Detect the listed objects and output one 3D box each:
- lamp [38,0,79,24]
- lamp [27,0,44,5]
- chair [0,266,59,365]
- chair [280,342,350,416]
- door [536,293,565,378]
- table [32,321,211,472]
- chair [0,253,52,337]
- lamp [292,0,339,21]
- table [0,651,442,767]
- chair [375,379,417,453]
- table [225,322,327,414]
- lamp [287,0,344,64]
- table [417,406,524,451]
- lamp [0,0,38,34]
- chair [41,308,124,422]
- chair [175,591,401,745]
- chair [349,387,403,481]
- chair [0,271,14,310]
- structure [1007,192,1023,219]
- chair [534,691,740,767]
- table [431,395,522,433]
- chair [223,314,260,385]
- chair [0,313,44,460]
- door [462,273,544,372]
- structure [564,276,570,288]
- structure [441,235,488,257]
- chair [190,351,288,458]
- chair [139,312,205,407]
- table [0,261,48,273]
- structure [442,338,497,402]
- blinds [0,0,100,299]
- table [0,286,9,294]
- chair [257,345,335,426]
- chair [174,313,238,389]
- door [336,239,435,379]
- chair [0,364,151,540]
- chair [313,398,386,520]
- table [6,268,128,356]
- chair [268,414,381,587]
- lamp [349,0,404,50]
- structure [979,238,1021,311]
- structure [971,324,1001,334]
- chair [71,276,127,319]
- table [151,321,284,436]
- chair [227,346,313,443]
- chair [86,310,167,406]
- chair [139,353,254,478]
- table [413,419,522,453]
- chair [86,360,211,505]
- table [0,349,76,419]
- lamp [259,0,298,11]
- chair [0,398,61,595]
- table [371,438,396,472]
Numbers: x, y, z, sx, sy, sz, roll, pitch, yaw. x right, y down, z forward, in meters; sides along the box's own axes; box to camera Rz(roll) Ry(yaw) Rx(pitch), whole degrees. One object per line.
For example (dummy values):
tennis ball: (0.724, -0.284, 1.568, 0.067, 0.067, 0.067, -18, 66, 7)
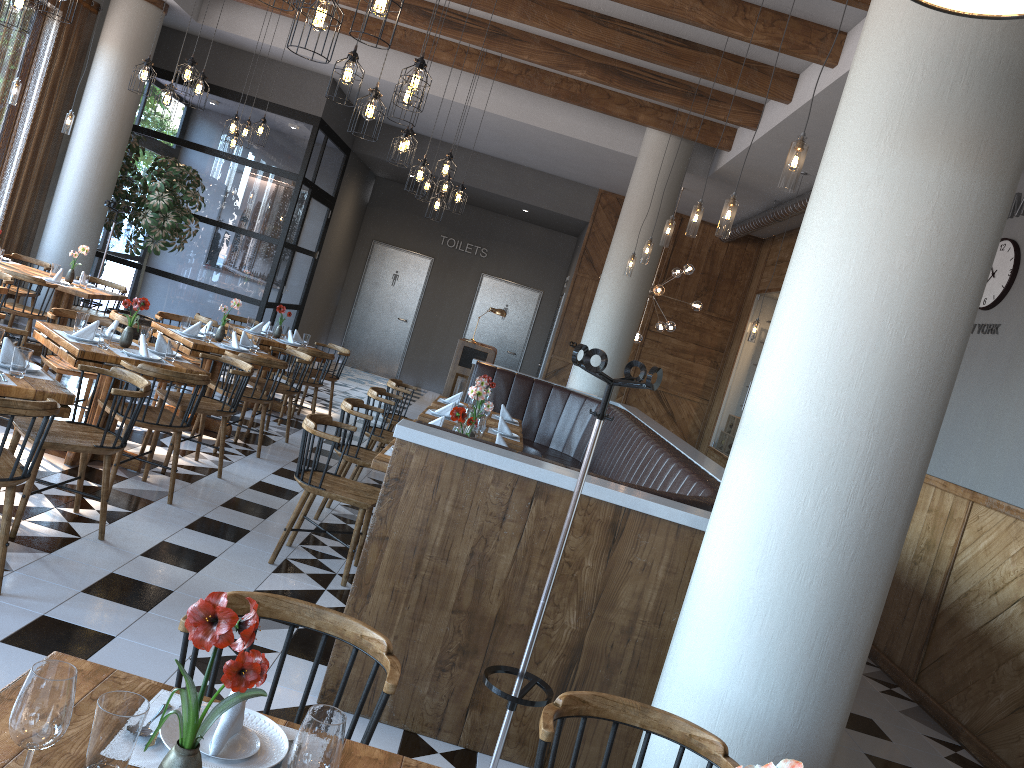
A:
lamp: (-2.387, -3.144, 5.184, 0.174, 2.068, 0.176, 17, 1, -15)
lamp: (-2.660, -3.346, 5.387, 0.176, 2.068, 0.174, 17, 2, 18)
chair: (-4.471, -0.611, 8.058, 0.519, 0.816, 0.550, 17, 2, -1)
chair: (-2.218, -0.062, 10.052, 0.546, 0.816, 0.523, 15, 3, -46)
door: (0.515, -0.414, 15.289, 0.114, 2.391, 1.208, 17, 2, -1)
table: (-2.661, 0.121, 5.832, 0.859, 0.763, 0.870, 14, 4, -46)
chair: (-5.275, -0.945, 9.359, 0.519, 0.816, 0.550, 17, 2, -1)
lamp: (-0.558, -2.597, 3.801, 0.175, 2.068, 0.174, 17, 2, 17)
table: (-0.621, 1.050, 1.360, 0.850, 0.763, 0.852, 17, 3, -1)
chair: (-1.020, 0.418, 8.378, 0.549, 0.816, 0.520, 17, 2, -1)
table: (-2.651, -0.133, 9.570, 0.859, 0.763, 0.870, 14, 4, -46)
lamp: (-0.532, -2.333, 3.597, 0.175, 2.068, 0.174, 17, 2, 17)
table: (-0.426, 0.703, 7.274, 0.850, 0.763, 0.852, 17, 3, -1)
lamp: (-2.637, -3.084, 5.182, 0.176, 2.068, 0.174, 17, 2, 18)
chair: (-3.091, -0.069, 6.277, 0.516, 0.816, 0.553, 15, 3, -46)
chair: (-0.621, 0.976, 2.026, 0.519, 0.816, 0.550, 17, 2, -1)
chair: (-1.023, 0.493, 7.277, 0.549, 0.816, 0.520, 17, 2, -1)
chair: (-4.473, -0.554, 7.207, 0.519, 0.816, 0.550, 17, 2, -1)
structure: (3.808, -1.351, 6.705, 0.033, 0.199, 2.734, 17, 4, -1)
chair: (0.208, 1.228, 2.030, 0.519, 0.816, 0.550, 17, 2, -1)
table: (-0.423, 0.628, 8.377, 0.850, 0.763, 0.852, 17, 3, -1)
chair: (-3.081, -0.323, 10.027, 0.516, 0.816, 0.553, 15, 3, -46)
chair: (-3.094, -0.007, 5.365, 0.546, 0.816, 0.523, 15, 3, -46)
door: (-0.332, -0.753, 16.468, 1.206, 2.391, 0.114, 17, 1, 0)
structure: (0.940, -1.748, 15.210, 0.025, 0.197, 0.566, 17, 4, -1)
structure: (-0.897, -2.547, 16.434, 0.915, 0.166, 0.035, 17, 2, 0)
chair: (-2.217, 0.133, 7.229, 0.516, 0.816, 0.553, 15, 3, -46)
chair: (-3.086, -0.195, 8.136, 0.516, 0.816, 0.553, 15, 3, -46)
table: (-5.289, -0.877, 8.704, 0.850, 0.763, 0.852, 17, 3, -1)
structure: (-0.518, 0.152, 10.811, 0.645, 1.299, 1.047, 17, 2, -1)
blinds: (-5.370, -2.475, 6.749, 0.160, 3.576, 7.278, 17, 3, -1)
table: (-4.476, -0.482, 6.553, 0.850, 0.763, 0.852, 17, 3, -1)
chair: (-2.212, 0.004, 9.119, 0.516, 0.816, 0.553, 15, 3, -46)
chair: (-3.084, -0.261, 9.115, 0.547, 0.816, 0.523, 15, 3, -46)
door: (-2.354, -1.368, 16.457, 1.206, 2.391, 0.114, 17, 1, 0)
chair: (-2.224, 0.319, 4.482, 0.546, 0.816, 0.523, 15, 3, -46)
chair: (-1.026, 0.568, 6.175, 0.549, 0.816, 0.520, 17, 2, -1)
table: (-4.470, -0.628, 8.708, 0.850, 0.763, 0.852, 17, 3, -1)
chair: (-1.029, 0.642, 5.073, 0.549, 0.816, 0.520, 17, 2, -1)
lamp: (-0.282, -2.394, 3.604, 0.174, 2.068, 0.176, 17, 2, -16)
structure: (3.642, -0.828, 6.690, 0.046, 0.560, 0.561, 17, 3, -1)
structure: (3.530, -0.417, 6.708, 0.021, 0.079, 0.584, 17, 4, -1)
chair: (-4.467, -0.700, 9.363, 0.519, 0.816, 0.550, 17, 2, -1)
table: (-2.656, -0.005, 7.691, 0.859, 0.763, 0.870, 14, 4, -46)
chair: (-2.214, 0.071, 8.140, 0.546, 0.816, 0.523, 15, 3, -46)
chair: (-3.089, -0.133, 7.225, 0.547, 0.816, 0.523, 15, 3, -46)
chair: (-2.219, 0.197, 6.281, 0.546, 0.816, 0.523, 15, 3, -46)
table: (-0.429, 0.777, 6.184, 0.850, 0.763, 0.852, 17, 3, -1)
chair: (-2.222, 0.259, 5.370, 0.516, 0.816, 0.553, 15, 3, -46)
table: (-2.665, 0.243, 4.033, 0.859, 0.763, 0.870, 14, 4, -46)
lamp: (-0.684, -2.564, 3.627, 0.175, 2.068, 0.175, 17, 1, 6)
chair: (-2.226, 0.381, 3.570, 0.516, 0.816, 0.553, 15, 3, -46)
table: (-0.432, 0.852, 5.081, 0.850, 0.763, 0.852, 17, 3, -1)
